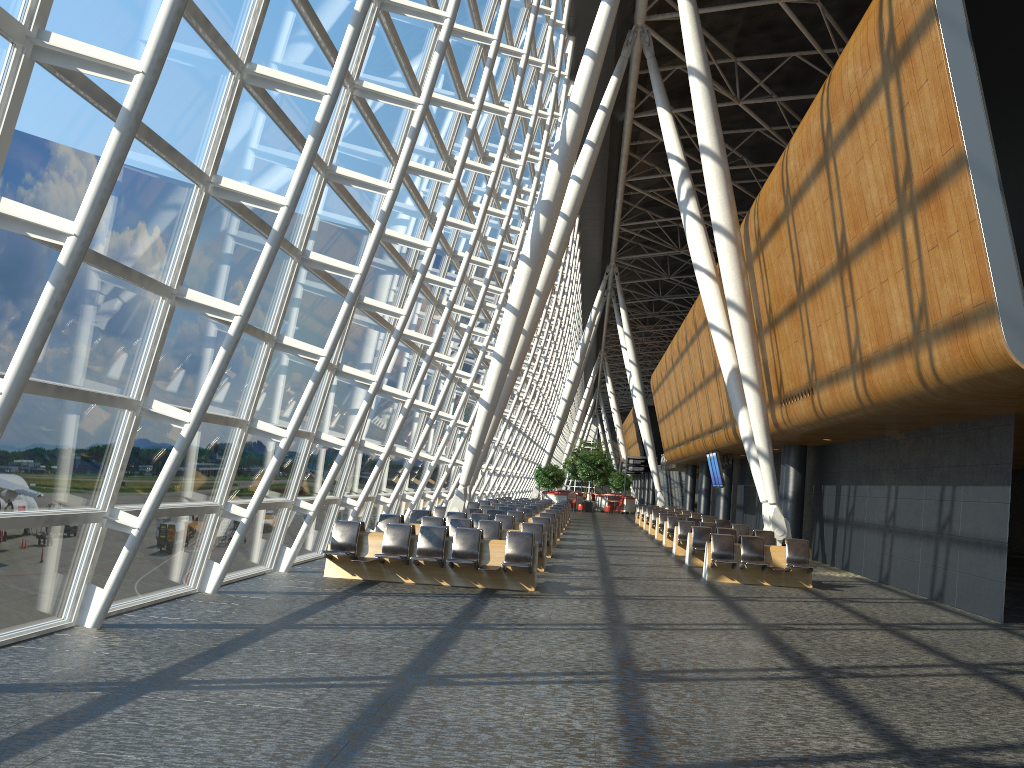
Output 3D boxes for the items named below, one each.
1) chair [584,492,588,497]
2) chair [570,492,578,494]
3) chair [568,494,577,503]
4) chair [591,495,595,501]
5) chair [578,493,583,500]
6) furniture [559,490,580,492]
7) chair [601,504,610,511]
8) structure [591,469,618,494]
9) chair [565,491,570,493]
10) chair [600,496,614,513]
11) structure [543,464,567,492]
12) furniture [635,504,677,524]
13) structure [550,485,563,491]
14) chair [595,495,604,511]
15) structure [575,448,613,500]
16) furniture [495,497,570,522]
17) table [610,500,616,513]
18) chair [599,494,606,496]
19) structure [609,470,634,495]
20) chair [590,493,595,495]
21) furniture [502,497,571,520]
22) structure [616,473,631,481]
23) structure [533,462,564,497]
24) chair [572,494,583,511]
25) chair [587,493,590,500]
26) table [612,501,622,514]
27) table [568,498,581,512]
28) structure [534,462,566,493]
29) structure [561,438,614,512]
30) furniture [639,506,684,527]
[{"bbox_3d":[5.813,9.341,72.168,0.661,1.009,0.623,4,-2,-10],"label":"chair"},{"bbox_3d":[4.223,8.167,62.221,0.621,1.009,0.664,2,-2,30],"label":"chair"},{"bbox_3d":[3.584,7.318,54.754,0.621,1.009,0.664,2,-2,30],"label":"chair"},{"bbox_3d":[5.523,7.691,57.154,0.659,1.009,0.625,2,-2,40],"label":"chair"},{"bbox_3d":[4.464,8.034,60.867,0.659,1.009,0.625,2,-2,30],"label":"chair"},{"bbox_3d":[5.458,11.535,91.840,3.249,0.867,1.668,3,-5,5],"label":"furniture"},{"bbox_3d":[5.958,7.464,54.835,0.625,1.009,0.660,5,-2,-40],"label":"chair"},{"bbox_3d":[6.874,7.569,66.615,2.276,3.472,2.228,3,-2,18],"label":"structure"},{"bbox_3d":[4.304,8.934,69.230,0.624,1.009,0.660,4,-2,-30],"label":"chair"},{"bbox_3d":[5.812,7.336,53.731,0.663,1.009,0.621,5,-2,-40],"label":"chair"},{"bbox_3d":[2.734,6.846,59.292,1.790,2.848,1.830,5,-2,-37],"label":"structure"},{"bbox_3d":[6.639,6.010,40.415,1.895,0.867,1.668,3,-5,5],"label":"furniture"},{"bbox_3d":[2.784,7.229,62.617,1.763,2.809,1.802,5,-2,-37],"label":"structure"},{"bbox_3d":[5.704,7.575,55.988,0.621,1.009,0.664,2,-2,40],"label":"chair"},{"bbox_3d":[6.370,7.506,71.197,3.087,4.528,5.775,2,-4,28],"label":"structure"},{"bbox_3d":[0.820,5.374,37.670,3.249,0.867,1.668,3,-5,5],"label":"furniture"},{"bbox_3d":[6.381,7.553,54.231,0.797,0.749,0.803,2,-4,21],"label":"table"},{"bbox_3d":[6.452,8.185,61.199,0.663,1.009,0.621,5,-2,-40],"label":"chair"},{"bbox_3d":[7.730,7.574,62.991,1.739,2.775,1.778,5,-2,-37],"label":"structure"},{"bbox_3d":[6.163,8.541,64.622,0.659,1.009,0.625,2,-2,40],"label":"chair"},{"bbox_3d":[1.076,5.714,40.659,3.249,0.867,1.668,3,-5,5],"label":"furniture"},{"bbox_3d":[8.946,8.661,73.331,1.890,2.991,1.932,5,-2,-37],"label":"structure"},{"bbox_3d":[2.120,6.072,52.176,1.739,2.775,1.778,5,-2,-37],"label":"structure"},{"bbox_3d":[3.824,7.184,53.399,0.659,1.009,0.625,2,-2,30],"label":"chair"},{"bbox_3d":[6.192,8.966,68.521,0.661,1.009,0.623,4,-2,-10],"label":"chair"},{"bbox_3d":[6.126,7.374,52.718,0.797,0.749,0.803,2,-4,21],"label":"table"},{"bbox_3d":[3.680,7.191,52.345,0.801,0.749,0.800,5,-4,-24],"label":"table"},{"bbox_3d":[2.283,6.302,55.076,1.922,2.965,1.865,4,-2,-21],"label":"structure"},{"bbox_3d":[4.576,5.677,55.332,3.093,4.526,5.824,3,-4,-2],"label":"structure"},{"bbox_3d":[6.383,5.670,37.426,1.895,0.867,1.668,3,-5,5],"label":"furniture"}]
